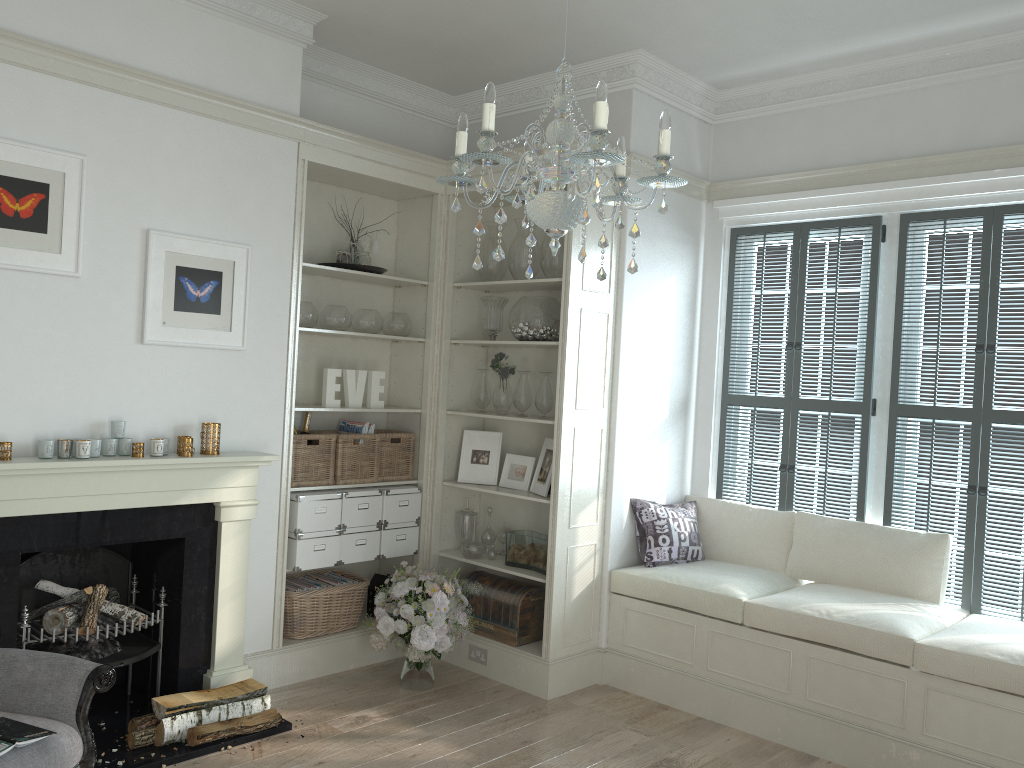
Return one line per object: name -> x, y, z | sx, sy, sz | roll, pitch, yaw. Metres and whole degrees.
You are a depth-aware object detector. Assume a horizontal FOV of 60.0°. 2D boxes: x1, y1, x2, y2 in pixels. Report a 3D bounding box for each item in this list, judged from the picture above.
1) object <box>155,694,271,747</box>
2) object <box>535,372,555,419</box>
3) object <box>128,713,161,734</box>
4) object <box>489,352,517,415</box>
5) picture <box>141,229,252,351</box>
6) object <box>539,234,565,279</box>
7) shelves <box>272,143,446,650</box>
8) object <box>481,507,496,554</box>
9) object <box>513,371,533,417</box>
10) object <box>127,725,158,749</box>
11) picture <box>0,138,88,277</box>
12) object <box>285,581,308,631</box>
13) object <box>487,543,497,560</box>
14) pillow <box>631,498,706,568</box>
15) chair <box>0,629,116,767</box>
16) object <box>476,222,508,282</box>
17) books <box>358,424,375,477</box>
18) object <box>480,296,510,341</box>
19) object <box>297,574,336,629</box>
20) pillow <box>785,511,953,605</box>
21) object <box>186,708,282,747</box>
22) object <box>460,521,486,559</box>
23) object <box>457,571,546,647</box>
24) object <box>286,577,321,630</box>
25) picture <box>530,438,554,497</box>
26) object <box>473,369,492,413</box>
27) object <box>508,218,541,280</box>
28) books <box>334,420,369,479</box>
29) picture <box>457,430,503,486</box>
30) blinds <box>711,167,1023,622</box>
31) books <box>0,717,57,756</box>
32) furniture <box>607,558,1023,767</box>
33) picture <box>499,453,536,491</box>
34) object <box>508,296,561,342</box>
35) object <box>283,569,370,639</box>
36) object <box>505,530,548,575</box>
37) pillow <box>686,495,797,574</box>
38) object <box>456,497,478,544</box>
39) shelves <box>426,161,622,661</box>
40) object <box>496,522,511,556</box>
object -> -1.250, 1.418, 3.745 | 0.084, 0.128, 0.483 | 3, 0, 45
object -> 0.179, 0.061, 4.832 | 0.110, 0.251, 0.110 | 3, 0, 15
object -> -1.379, 1.414, 3.828 | 0.118, 0.123, 0.516 | 3, 0, 41
object -> -0.054, -0.005, 5.064 | 0.166, 0.355, 0.206 | 3, 0, -8
picture -> -1.416, -0.413, 4.016 | 0.024, 0.496, 0.494 | 3, 0, 43
object -> 0.244, -0.726, 4.782 | 0.193, 0.362, 0.193 | 3, 0, 26
shelves -> -0.925, 0.074, 4.875 | 0.399, 2.523, 0.992 | 3, 0, 43
object -> -0.134, 0.849, 5.161 | 0.088, 0.271, 0.088 | 3, 0, -42
object -> 0.061, 0.054, 4.942 | 0.110, 0.251, 0.110 | 3, 0, 15
object -> -1.334, 1.440, 3.764 | 0.078, 0.078, 0.561 | 3, 0, 44
picture -> -1.925, -0.693, 3.455 | 0.024, 0.496, 0.494 | 3, 0, 43
object -> -1.180, 1.167, 4.669 | 0.274, 0.238, 0.088 | 3, 0, 44
object -> -0.110, 0.942, 4.989 | 0.056, 0.090, 0.056 | 3, 0, -16
pillow -> 0.891, 0.835, 4.926 | 0.550, 0.398, 0.229 | 3, 0, -34
chair -> -1.754, 0.974, 2.689 | 0.763, 1.024, 0.778 | 3, 0, 8
object -> -0.111, -0.747, 5.137 | 0.193, 0.362, 0.193 | 3, 0, 26
books -> -0.914, 0.367, 4.896 | 0.221, 0.306, 0.205 | 3, 0, 43
object -> -0.105, -0.366, 5.079 | 0.168, 0.256, 0.168 | 3, 0, 1
object -> -1.068, 1.172, 4.777 | 0.274, 0.238, 0.088 | 3, 0, 43
pillow -> 1.789, 0.878, 4.495 | 0.787, 0.360, 0.193 | 3, 0, 43
object -> -1.169, 1.445, 3.738 | 0.109, 0.085, 0.389 | 3, 0, 45
object -> -0.217, 0.881, 5.017 | 0.148, 0.200, 0.148 | 3, 0, 11
object -> -0.047, 1.221, 4.893 | 0.475, 0.297, 0.290 | 3, 0, 43
object -> -1.124, 1.170, 4.717 | 0.274, 0.238, 0.088 | 3, 0, 44
picture -> 0.197, 0.444, 4.760 | 0.124, 0.300, 0.202 | 3, 0, -22
object -> -0.170, 0.040, 5.159 | 0.110, 0.251, 0.110 | 3, 0, 15
object -> 0.074, -0.736, 4.974 | 0.193, 0.362, 0.193 | 3, 0, 26
books -> -0.942, 0.356, 4.865 | 0.221, 0.306, 0.205 | 3, 0, 43
picture -> -0.178, 0.422, 5.111 | 0.231, 0.300, 0.127 | 3, 0, 13
blinds -> 2.292, 0.108, 4.226 | 3.076, 2.238, 0.141 | 3, 0, 43
books -> -1.579, 1.067, 2.675 | 0.224, 0.046, 0.304 | 3, 0, 18
furniture -> 1.926, 1.256, 3.934 | 3.150, 0.459, 0.837 | 3, 0, 43
picture -> 0.049, 0.494, 4.983 | 0.206, 0.192, 0.124 | 3, 0, 38
object -> 0.143, -0.349, 4.864 | 0.329, 0.249, 0.329 | 3, 0, 18
object -> -1.067, 1.184, 4.782 | 0.408, 0.263, 0.554 | 3, 0, 44
object -> 0.146, 0.912, 4.799 | 0.387, 0.180, 0.171 | 3, 0, 43
pillow -> 1.258, 0.849, 4.998 | 0.695, 0.360, 0.187 | 3, 0, 44
object -> -0.264, 0.819, 5.162 | 0.129, 0.315, 0.129 | 3, 0, -42
shelves -> 0.041, 0.126, 4.912 | 0.972, 2.523, 0.399 | 3, 0, 43
object -> -0.046, 0.896, 5.151 | 0.094, 0.188, 0.094 | 3, 0, -5
